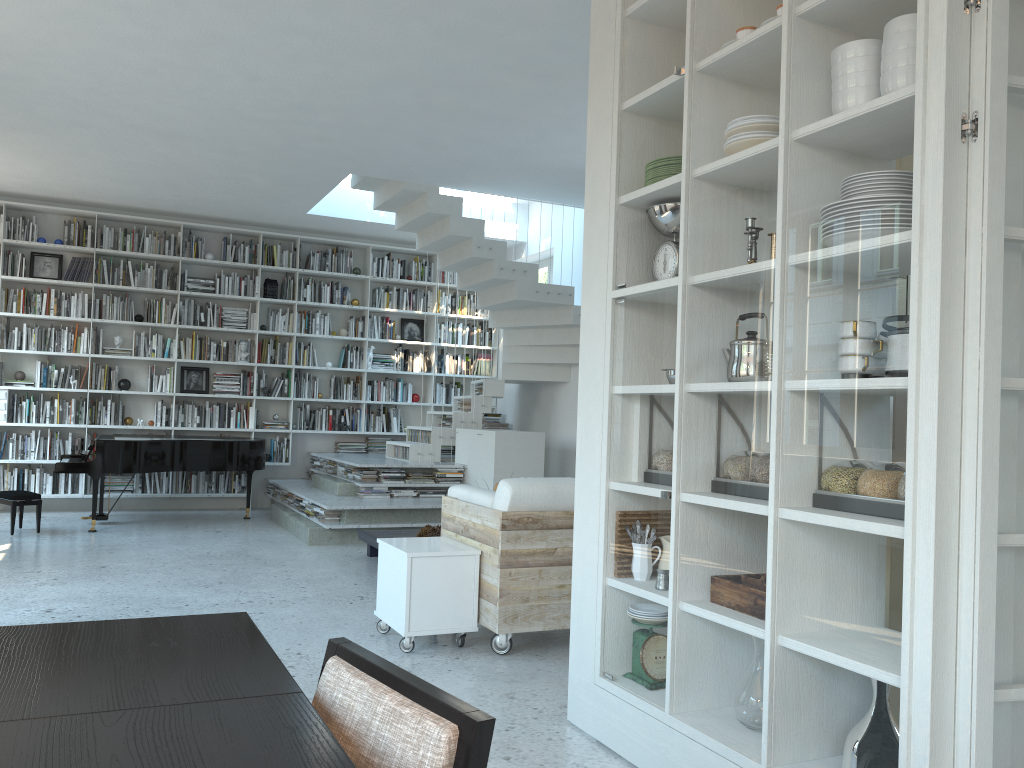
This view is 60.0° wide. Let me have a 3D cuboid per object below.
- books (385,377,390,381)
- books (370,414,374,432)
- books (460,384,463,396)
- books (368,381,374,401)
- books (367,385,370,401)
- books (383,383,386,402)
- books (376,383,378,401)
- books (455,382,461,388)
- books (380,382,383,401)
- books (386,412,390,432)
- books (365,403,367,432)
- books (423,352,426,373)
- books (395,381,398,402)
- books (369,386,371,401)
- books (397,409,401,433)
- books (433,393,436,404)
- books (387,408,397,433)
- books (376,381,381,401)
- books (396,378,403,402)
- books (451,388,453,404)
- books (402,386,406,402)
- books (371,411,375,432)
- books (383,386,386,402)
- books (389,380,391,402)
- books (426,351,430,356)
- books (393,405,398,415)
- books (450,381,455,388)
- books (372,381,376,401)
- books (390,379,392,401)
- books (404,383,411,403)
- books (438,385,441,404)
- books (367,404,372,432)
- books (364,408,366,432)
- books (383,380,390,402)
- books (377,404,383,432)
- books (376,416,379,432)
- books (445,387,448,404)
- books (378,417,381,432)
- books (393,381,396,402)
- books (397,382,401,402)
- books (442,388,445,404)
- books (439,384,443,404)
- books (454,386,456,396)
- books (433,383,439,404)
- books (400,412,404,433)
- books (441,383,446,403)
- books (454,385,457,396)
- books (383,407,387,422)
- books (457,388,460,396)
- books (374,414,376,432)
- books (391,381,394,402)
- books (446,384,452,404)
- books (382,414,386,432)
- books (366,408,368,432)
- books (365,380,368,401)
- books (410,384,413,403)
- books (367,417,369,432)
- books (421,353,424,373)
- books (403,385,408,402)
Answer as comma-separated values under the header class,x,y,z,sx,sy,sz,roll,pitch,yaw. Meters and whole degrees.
class,x,y,z,sx,sy,sz,roll,pitch,yaw
books,-1.514,0.066,10.735,0.013,0.299,0.147,3,-2,-25
books,-1.700,0.465,10.655,0.023,0.214,0.163,3,-2,-25
books,-0.659,0.134,11.147,0.012,0.254,0.161,3,-2,-25
books,-1.696,0.084,10.644,0.047,0.244,0.177,3,-2,-25
books,-1.743,0.110,10.628,0.023,0.186,0.159,3,-2,-25
books,-1.553,0.099,10.718,0.012,0.229,0.179,3,-2,-25
books,-1.647,0.097,10.665,0.011,0.223,0.163,3,-2,-25
books,-0.685,0.117,11.123,0.011,0.284,0.161,3,-2,-25
books,-1.596,0.092,10.700,0.026,0.239,0.177,3,-2,-25
books,-1.519,0.462,10.733,0.031,0.239,0.171,3,-2,-25
books,-1.769,0.400,10.621,0.014,0.337,0.132,3,-2,-25
books,-1.105,-0.258,10.935,0.024,0.254,0.145,3,-2,-25
books,-1.419,0.094,10.792,0.012,0.254,0.161,3,-2,-25
books,-1.722,0.113,10.635,0.022,0.184,0.162,3,-2,-25
books,-1.397,0.444,10.783,0.025,0.287,0.160,3,-2,-25
books,-1.007,0.105,10.980,0.085,0.278,0.159,3,-2,-25
books,-1.453,0.438,10.718,0.075,0.291,0.255,3,-2,-25
books,-1.621,0.086,10.672,0.045,0.246,0.185,3,-2,-25
books,-1.371,0.077,10.791,0.026,0.290,0.181,3,-2,-25
books,-0.775,0.154,11.090,0.027,0.201,0.164,3,-2,-25
books,-1.340,0.124,10.810,0.030,0.200,0.189,3,-2,-25
books,-1.679,0.451,10.653,0.015,0.243,0.156,3,-2,-25
books,-1.567,0.122,10.700,0.027,0.181,0.186,3,-2,-25
books,-1.497,0.085,10.724,0.012,0.262,0.186,3,-2,-25
books,-1.042,-0.268,10.982,0.029,0.283,0.138,3,-2,-25
books,-1.422,0.424,10.795,0.012,0.326,0.136,3,-2,-25
books,-0.755,0.107,11.100,0.013,0.297,0.141,3,-2,-25
books,-1.668,0.084,10.669,0.024,0.247,0.143,3,-2,-25
books,-1.485,0.081,10.752,0.011,0.272,0.152,3,-2,-25
books,-1.284,0.110,10.843,0.025,0.235,0.181,3,-2,-25
books,-0.927,0.128,11.009,0.037,0.236,0.153,3,-2,-25
books,-1.719,0.408,10.658,0.013,0.327,0.130,3,-2,-25
books,-1.783,0.425,10.619,0.012,0.286,0.158,3,-2,-25
books,-1.524,0.087,10.706,0.028,0.255,0.191,3,-2,-25
books,-1.593,0.411,10.696,0.014,0.333,0.168,3,-2,-25
books,-1.642,0.482,10.684,0.030,0.188,0.140,3,-2,-25
books,-0.835,0.147,11.060,0.025,0.208,0.149,3,-2,-25
books,-1.614,0.484,10.689,0.024,0.185,0.149,3,-2,-25
books,-1.443,0.094,10.753,0.014,0.249,0.177,3,-2,-25
books,-1.392,0.099,10.777,0.023,0.244,0.189,3,-2,-25
books,-0.876,0.148,11.028,0.029,0.201,0.172,3,-2,-25
books,-0.901,0.127,11.022,0.022,0.242,0.151,3,-2,-25
books,-0.741,0.141,11.099,0.014,0.230,0.172,3,-2,-25
books,-0.951,0.119,10.989,0.024,0.252,0.175,3,-2,-25
books,-1.362,0.453,10.810,0.062,0.274,0.148,3,-2,-25
books,-0.859,0.117,11.057,0.024,0.267,0.133,3,-2,-25
books,-0.730,0.136,11.123,0.027,0.242,0.131,3,-2,-25
books,-1.544,0.429,10.742,0.010,0.304,0.131,3,-2,-25
books,-0.697,0.155,11.107,0.021,0.205,0.174,3,-2,-25
books,-1.666,0.469,10.672,0.025,0.210,0.137,3,-2,-25
books,-1.469,0.095,10.762,0.026,0.246,0.165,3,-2,-25
books,-0.800,0.128,11.048,0.027,0.248,0.184,3,-2,-25
books,-1.565,0.471,10.708,0.052,0.217,0.184,3,-2,-25
books,-1.758,0.426,10.629,0.015,0.287,0.138,3,-2,-25
books,-1.762,0.076,10.631,0.012,0.254,0.161,3,-2,-25
books,-1.261,0.117,10.855,0.027,0.223,0.170,3,-2,-25
books,-1.742,0.464,10.648,0.033,0.213,0.140,3,-2,-25
books,-1.128,-0.252,10.908,0.041,0.239,0.176,3,-2,-25
books,-1.316,0.117,10.838,0.037,0.218,0.139,3,-2,-25
